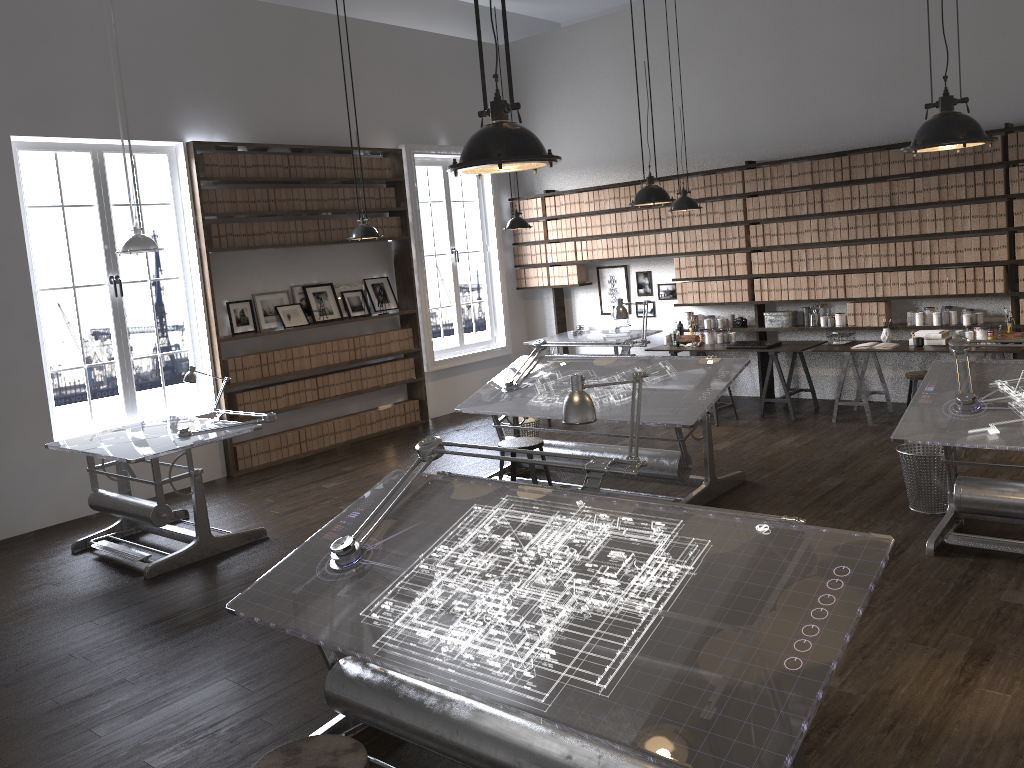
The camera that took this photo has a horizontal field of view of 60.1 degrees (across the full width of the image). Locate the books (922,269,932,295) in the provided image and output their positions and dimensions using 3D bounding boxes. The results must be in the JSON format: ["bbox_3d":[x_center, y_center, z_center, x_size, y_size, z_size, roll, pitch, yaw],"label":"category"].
[{"bbox_3d":[3.748,-0.916,7.956,0.067,0.224,0.175,0,8,41],"label":"books"}]

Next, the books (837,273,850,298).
[{"bbox_3d":[3.171,-0.938,8.450,0.067,0.224,0.175,0,8,41],"label":"books"}]

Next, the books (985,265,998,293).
[{"bbox_3d":[4.132,-0.902,7.628,0.067,0.224,0.175,0,8,41],"label":"books"}]

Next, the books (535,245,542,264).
[{"bbox_3d":[0.372,-1.581,10.752,0.067,0.224,0.175,0,8,41],"label":"books"}]

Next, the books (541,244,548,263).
[{"bbox_3d":[0.432,-1.580,10.708,0.067,0.224,0.175,0,8,41],"label":"books"}]

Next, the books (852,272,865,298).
[{"bbox_3d":[3.279,-0.934,8.362,0.067,0.224,0.175,0,8,41],"label":"books"}]

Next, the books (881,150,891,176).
[{"bbox_3d":[3.421,-2.003,8.052,0.067,0.224,0.175,0,8,41],"label":"books"}]

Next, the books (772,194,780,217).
[{"bbox_3d":[2.649,-1.760,8.761,0.067,0.224,0.175,0,8,41],"label":"books"}]

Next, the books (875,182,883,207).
[{"bbox_3d":[3.393,-1.732,8.124,0.067,0.224,0.175,0,8,41],"label":"books"}]

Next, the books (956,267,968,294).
[{"bbox_3d":[3.965,-0.909,7.778,0.067,0.224,0.175,0,8,41],"label":"books"}]

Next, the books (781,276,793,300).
[{"bbox_3d":[2.748,-0.954,8.813,0.067,0.224,0.175,0,8,41],"label":"books"}]

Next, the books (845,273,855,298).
[{"bbox_3d":[3.231,-0.936,8.407,0.067,0.224,0.175,0,8,41],"label":"books"}]

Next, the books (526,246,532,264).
[{"bbox_3d":[0.262,-1.585,10.848,0.067,0.224,0.175,0,8,41],"label":"books"}]

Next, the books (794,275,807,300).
[{"bbox_3d":[2.853,-0.950,8.728,0.067,0.224,0.175,0,8,41],"label":"books"}]

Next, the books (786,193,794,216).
[{"bbox_3d":[2.752,-1.756,8.674,0.067,0.224,0.175,0,8,41],"label":"books"}]

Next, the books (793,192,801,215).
[{"bbox_3d":[2.805,-1.754,8.628,0.067,0.224,0.175,0,8,41],"label":"books"}]

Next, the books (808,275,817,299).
[{"bbox_3d":[2.956,-0.947,8.641,0.067,0.224,0.175,0,8,41],"label":"books"}]

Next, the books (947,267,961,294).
[{"bbox_3d":[3.907,-0.910,7.821,0.067,0.224,0.175,0,8,41],"label":"books"}]

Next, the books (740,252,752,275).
[{"bbox_3d":[2.410,-1.232,9.053,0.067,0.224,0.175,0,8,41],"label":"books"}]

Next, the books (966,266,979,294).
[{"bbox_3d":[4.018,-0.906,7.725,0.067,0.224,0.175,0,8,41],"label":"books"}]

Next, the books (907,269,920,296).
[{"bbox_3d":[3.651,-0.920,8.042,0.067,0.224,0.175,0,8,41],"label":"books"}]

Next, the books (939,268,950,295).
[{"bbox_3d":[3.856,-0.913,7.870,0.067,0.224,0.175,0,8,41],"label":"books"}]

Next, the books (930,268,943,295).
[{"bbox_3d":[3.802,-0.915,7.916,0.067,0.224,0.175,0,8,41],"label":"books"}]

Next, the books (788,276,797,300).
[{"bbox_3d":[2.804,-0.952,8.768,0.067,0.224,0.175,0,8,41],"label":"books"}]

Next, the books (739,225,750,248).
[{"bbox_3d":[2.387,-1.507,9.034,0.067,0.224,0.175,0,8,41],"label":"books"}]

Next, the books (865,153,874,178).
[{"bbox_3d":[3.313,-2.007,8.141,0.067,0.224,0.175,0,8,41],"label":"books"}]

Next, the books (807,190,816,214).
[{"bbox_3d":[2.914,-1.750,8.536,0.067,0.224,0.175,0,8,41],"label":"books"}]

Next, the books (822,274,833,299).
[{"bbox_3d":[3.061,-0.942,8.546,0.067,0.224,0.175,0,8,41],"label":"books"}]

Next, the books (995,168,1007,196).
[{"bbox_3d":[4.140,-1.704,7.483,0.067,0.224,0.175,0,8,41],"label":"books"}]

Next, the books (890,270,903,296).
[{"bbox_3d":[3.544,-0.925,8.137,0.067,0.224,0.175,0,8,41],"label":"books"}]

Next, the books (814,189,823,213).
[{"bbox_3d":[2.967,-1.747,8.483,0.067,0.224,0.175,0,8,41],"label":"books"}]

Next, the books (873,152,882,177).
[{"bbox_3d":[3.369,-2.006,8.099,0.067,0.224,0.175,0,8,41],"label":"books"}]

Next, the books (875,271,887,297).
[{"bbox_3d":[3.437,-0.928,8.226,0.067,0.224,0.175,0,8,41],"label":"books"}]

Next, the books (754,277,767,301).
[{"bbox_3d":[2.533,-0.961,8.996,0.067,0.224,0.175,0,8,41],"label":"books"}]

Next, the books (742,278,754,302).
[{"bbox_3d":[2.432,-0.965,9.083,0.067,0.224,0.175,0,8,41],"label":"books"}]

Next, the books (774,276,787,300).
[{"bbox_3d":[2.697,-0.956,8.862,0.067,0.224,0.175,0,8,41],"label":"books"}]

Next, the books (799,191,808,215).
[{"bbox_3d":[2.857,-1.751,8.579,0.067,0.224,0.175,0,8,41],"label":"books"}]

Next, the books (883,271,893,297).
[{"bbox_3d":[3.492,-0.927,8.184,0.067,0.224,0.175,0,8,41],"label":"books"}]

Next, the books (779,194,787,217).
[{"bbox_3d":[2.696,-1.757,8.714,0.067,0.224,0.175,0,8,41],"label":"books"}]

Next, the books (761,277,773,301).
[{"bbox_3d":[2.590,-0.960,8.951,0.067,0.224,0.175,0,8,41],"label":"books"}]

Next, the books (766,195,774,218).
[{"bbox_3d":[2.600,-1.761,8.800,0.067,0.224,0.175,0,8,41],"label":"books"}]

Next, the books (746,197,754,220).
[{"bbox_3d":[2.441,-1.768,8.942,0.067,0.224,0.175,0,8,41],"label":"books"}]

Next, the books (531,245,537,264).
[{"bbox_3d":[0.319,-1.584,10.805,0.067,0.224,0.175,0,8,41],"label":"books"}]

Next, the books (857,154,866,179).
[{"bbox_3d":[3.256,-2.009,8.186,0.067,0.224,0.175,0,8,41],"label":"books"}]

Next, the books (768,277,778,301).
[{"bbox_3d":[2.645,-0.959,8.909,0.067,0.224,0.175,0,8,41],"label":"books"}]

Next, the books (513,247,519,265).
[{"bbox_3d":[0.102,-1.591,10.983,0.067,0.224,0.175,0,8,41],"label":"books"}]

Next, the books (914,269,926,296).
[{"bbox_3d":[3.700,-0.919,8.003,0.067,0.224,0.175,0,8,41],"label":"books"}]

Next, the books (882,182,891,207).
[{"bbox_3d":[3.440,-1.729,8.077,0.067,0.224,0.175,0,8,41],"label":"books"}]

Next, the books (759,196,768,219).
[{"bbox_3d":[2.544,-1.763,8.846,0.067,0.224,0.175,0,8,41],"label":"books"}]

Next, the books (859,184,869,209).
[{"bbox_3d":[3.288,-1.735,8.209,0.067,0.224,0.175,0,8,41],"label":"books"}]

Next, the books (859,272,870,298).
[{"bbox_3d":[3.324,-0.932,8.318,0.067,0.224,0.175,0,8,41],"label":"books"}]

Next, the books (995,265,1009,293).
[{"bbox_3d":[4.192,-0.900,7.579,0.067,0.224,0.175,0,8,41],"label":"books"}]

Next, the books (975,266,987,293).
[{"bbox_3d":[4.078,-0.905,7.681,0.067,0.224,0.175,0,8,41],"label":"books"}]

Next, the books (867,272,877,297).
[{"bbox_3d":[3.379,-0.930,8.271,0.067,0.224,0.175,0,8,41],"label":"books"}]

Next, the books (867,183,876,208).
[{"bbox_3d":[3.344,-1.733,8.163,0.067,0.224,0.175,0,8,41],"label":"books"}]

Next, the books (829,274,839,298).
[{"bbox_3d":[3.118,-0.941,8.503,0.067,0.224,0.175,0,8,41],"label":"books"}]

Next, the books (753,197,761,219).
[{"bbox_3d":[2.493,-1.766,8.895,0.067,0.224,0.175,0,8,41],"label":"books"}]

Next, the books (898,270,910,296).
[{"bbox_3d":[3.595,-0.922,8.088,0.067,0.224,0.175,0,8,41],"label":"books"}]

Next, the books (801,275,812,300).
[{"bbox_3d":[2.901,-0.948,8.681,0.067,0.224,0.175,0,8,41],"label":"books"}]

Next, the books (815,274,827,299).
[{"bbox_3d":[3.010,-0.945,8.595,0.067,0.224,0.175,0,8,41],"label":"books"}]
